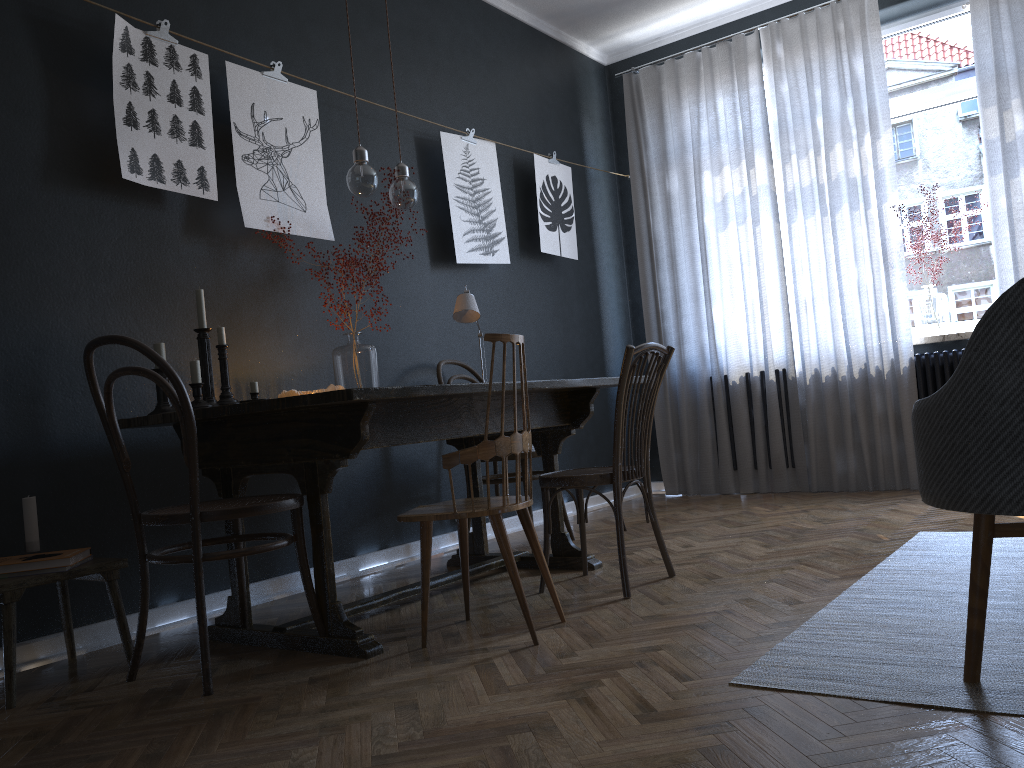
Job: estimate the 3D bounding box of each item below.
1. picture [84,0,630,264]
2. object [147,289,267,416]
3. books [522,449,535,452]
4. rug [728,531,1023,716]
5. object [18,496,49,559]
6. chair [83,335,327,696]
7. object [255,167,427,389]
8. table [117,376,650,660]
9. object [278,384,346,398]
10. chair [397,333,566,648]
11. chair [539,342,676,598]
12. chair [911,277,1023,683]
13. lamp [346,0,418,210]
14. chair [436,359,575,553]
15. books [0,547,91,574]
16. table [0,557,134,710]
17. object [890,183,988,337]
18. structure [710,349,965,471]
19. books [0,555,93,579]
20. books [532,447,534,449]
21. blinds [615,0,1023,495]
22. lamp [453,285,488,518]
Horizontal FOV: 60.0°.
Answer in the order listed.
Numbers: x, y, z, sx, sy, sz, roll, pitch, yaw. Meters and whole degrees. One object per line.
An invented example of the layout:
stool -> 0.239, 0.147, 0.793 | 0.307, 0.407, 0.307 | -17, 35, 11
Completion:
picture -> -0.451, -0.979, 4.197 | 0.058, 0.771, 4.455 | -6, -2, 35
object -> -1.008, -0.115, 2.914 | 0.223, 0.419, 0.368 | -6, -2, 37
books -> -0.021, 0.317, 4.135 | 0.219, 0.008, 0.304 | -7, -3, 42
rug -> 1.449, 0.572, 2.427 | 1.004, 0.013, 2.010 | -7, -2, 36
object -> -1.350, 0.399, 2.491 | 0.074, 0.173, 0.074 | -5, -1, -9
chair -> -0.845, 0.329, 2.455 | 0.438, 0.920, 0.549 | -6, -2, 38
object -> -0.661, -0.382, 3.596 | 0.639, 0.930, 0.557 | -6, -1, 6
table -> -0.347, 0.403, 3.137 | 1.127, 0.727, 1.603 | -7, -2, 36
object -> -0.741, 0.046, 3.300 | 0.253, 0.072, 0.254 | -7, -3, 42
chair -> -0.102, 0.300, 2.571 | 0.384, 0.856, 0.456 | -6, -1, 21
chair -> 0.323, 0.290, 3.071 | 0.467, 0.819, 0.362 | -6, -2, 35
chair -> 1.132, 0.167, 1.655 | 0.645, 0.811, 0.495 | -6, -1, 14
lamp -> -0.154, -1.491, 2.679 | 0.582, 1.574, 1.592 | -5, -2, -23
chair -> -0.039, 0.312, 4.177 | 0.549, 0.920, 0.437 | -6, -1, 33
books -> -1.344, 0.498, 2.478 | 0.262, 0.024, 0.207 | -5, -2, -11
table -> -1.329, 0.682, 2.498 | 0.364, 0.317, 0.369 | -7, -2, 36
object -> 2.333, -0.675, 4.933 | 0.514, 0.809, 0.599 | -6, -1, 10
structure -> 2.034, 0.163, 5.155 | 1.848, 0.600, 0.215 | -7, -2, 36
books -> -1.356, 0.518, 2.490 | 0.272, 0.013, 0.219 | -5, -2, -8
books -> -0.023, 0.310, 4.134 | 0.304, 0.007, 0.219 | -4, -3, -43
blinds -> 2.468, -0.853, 4.718 | 3.996, 2.788, 0.312 | -7, -2, 36
lamp -> -0.151, 0.119, 4.069 | 0.242, 1.069, 0.800 | -5, -1, -10
